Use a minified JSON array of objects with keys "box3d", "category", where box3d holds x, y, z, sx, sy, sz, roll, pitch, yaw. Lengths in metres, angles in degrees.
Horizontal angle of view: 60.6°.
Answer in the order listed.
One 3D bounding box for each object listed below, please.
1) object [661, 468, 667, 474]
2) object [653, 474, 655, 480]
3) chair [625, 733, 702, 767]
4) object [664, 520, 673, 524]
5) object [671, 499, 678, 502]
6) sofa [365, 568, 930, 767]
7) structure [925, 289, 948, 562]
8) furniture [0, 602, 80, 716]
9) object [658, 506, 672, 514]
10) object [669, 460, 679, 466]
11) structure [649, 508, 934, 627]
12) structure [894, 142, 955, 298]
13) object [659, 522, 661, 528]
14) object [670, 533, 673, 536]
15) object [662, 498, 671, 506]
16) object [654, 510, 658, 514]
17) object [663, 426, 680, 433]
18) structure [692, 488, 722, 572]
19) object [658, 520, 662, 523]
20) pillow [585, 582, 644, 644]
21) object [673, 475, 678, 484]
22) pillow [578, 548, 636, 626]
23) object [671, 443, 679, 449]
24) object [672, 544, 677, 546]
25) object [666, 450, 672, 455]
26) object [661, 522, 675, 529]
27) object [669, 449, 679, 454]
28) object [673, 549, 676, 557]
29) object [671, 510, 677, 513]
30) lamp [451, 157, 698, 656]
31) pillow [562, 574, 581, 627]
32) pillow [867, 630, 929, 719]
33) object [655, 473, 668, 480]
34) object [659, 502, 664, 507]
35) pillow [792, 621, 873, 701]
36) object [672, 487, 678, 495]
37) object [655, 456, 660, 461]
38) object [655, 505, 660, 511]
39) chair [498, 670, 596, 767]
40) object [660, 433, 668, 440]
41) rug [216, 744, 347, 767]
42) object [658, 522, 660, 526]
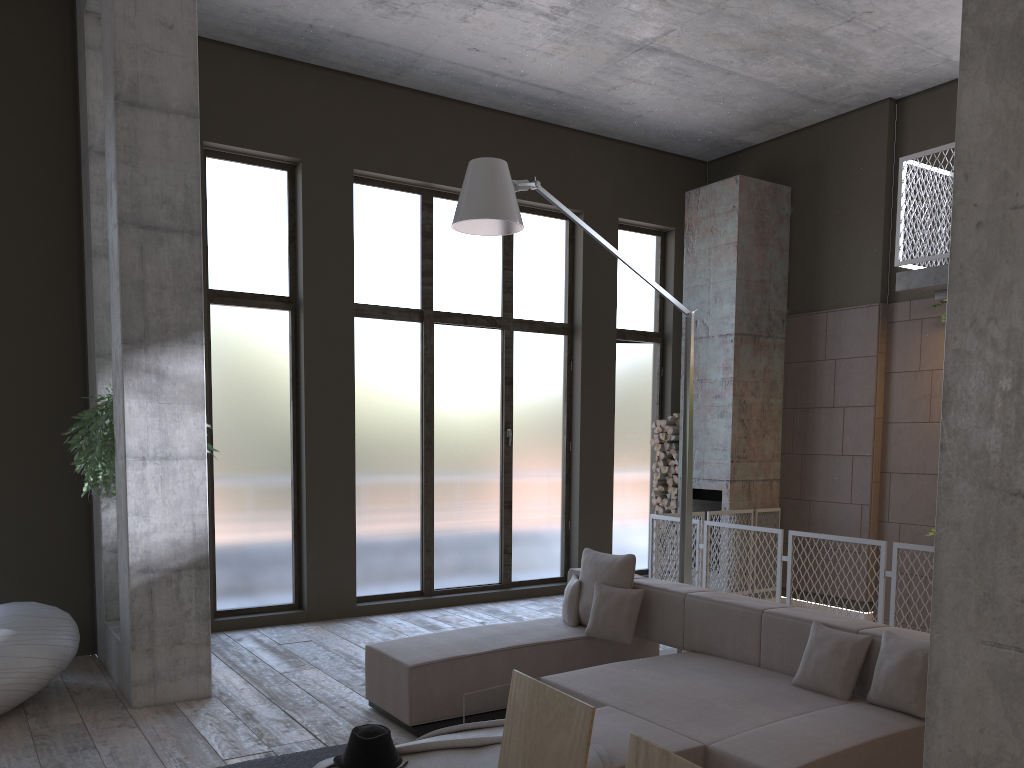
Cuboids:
[{"box3d":[1.974,1.024,10.436,0.435,0.080,0.114,3,-2,-34],"category":"object"},{"box3d":[1.878,1.113,10.551,0.422,0.068,0.067,3,-1,-34],"category":"object"},{"box3d":[-0.003,1.262,1.452,0.721,1.205,0.346,-1,5,-28],"category":"chair"},{"box3d":[2.013,1.611,10.420,0.455,0.090,0.090,3,0,-32],"category":"object"},{"box3d":[2.051,1.390,10.404,0.423,0.072,0.067,3,0,-34],"category":"object"},{"box3d":[0.240,1.651,4.713,3.010,0.790,2.991,2,-4,-33],"category":"sofa"},{"box3d":[4.717,0.729,7.326,1.003,3.851,2.613,-2,3,-33],"category":"structure"},{"box3d":[-3.757,1.848,5.566,1.793,0.817,1.624,0,-2,5],"category":"furniture"},{"box3d":[1.890,1.511,10.515,0.294,0.108,0.098,2,0,-32],"category":"object"},{"box3d":[2.055,0.942,10.383,0.435,0.080,0.114,3,-2,-34],"category":"object"},{"box3d":[3.393,1.720,7.539,1.925,0.939,4.418,2,-3,-33],"category":"structure"},{"box3d":[4.103,0.081,6.177,3.032,4.349,3.666,-1,2,-33],"category":"structure"},{"box3d":[1.953,1.694,10.556,0.422,0.068,0.067,3,-1,-34],"category":"object"},{"box3d":[2.065,1.750,10.419,0.455,0.090,0.090,3,-1,-34],"category":"object"},{"box3d":[1.988,1.402,10.447,0.455,0.090,0.090,3,-1,-35],"category":"object"},{"box3d":[1.815,1.553,10.561,0.251,0.073,0.045,2,1,-34],"category":"object"},{"box3d":[1.954,0.535,10.349,0.362,0.084,0.103,3,-1,-34],"category":"object"},{"box3d":[2.230,1.646,9.910,0.056,0.935,0.572,-3,4,-33],"category":"structure"},{"box3d":[1.939,1.615,10.583,0.437,0.094,0.092,3,0,-34],"category":"object"},{"box3d":[0.676,1.509,5.780,0.376,0.375,0.168,1,3,30],"category":"pillow"},{"box3d":[2.051,1.123,10.297,0.365,0.109,0.088,2,0,-33],"category":"object"},{"box3d":[0.624,1.422,6.044,0.221,0.561,0.561,-2,2,-31],"category":"pillow"},{"box3d":[2.057,0.728,10.346,0.423,0.072,0.067,3,0,-34],"category":"object"},{"box3d":[2.073,1.889,10.392,0.422,0.073,0.071,3,0,-34],"category":"object"},{"box3d":[1.979,0.812,10.429,0.359,0.075,0.064,3,0,-34],"category":"object"},{"box3d":[1.993,1.680,10.490,0.479,0.084,0.093,3,-1,-34],"category":"object"},{"box3d":[2.031,0.794,10.341,0.363,0.068,0.121,3,-2,-32],"category":"object"},{"box3d":[2.095,1.984,10.383,0.437,0.093,0.091,3,0,-34],"category":"object"},{"box3d":[2.054,1.521,10.381,0.425,0.086,0.066,3,0,-35],"category":"object"},{"box3d":[0.718,0.432,6.133,2.622,3.453,0.751,-1,5,-45],"category":"lamp"},{"box3d":[0.437,1.563,6.284,0.151,0.379,0.367,0,1,0],"category":"pillow"},{"box3d":[1.874,1.378,4.189,0.187,0.369,0.360,-1,2,-28],"category":"pillow"},{"box3d":[1.917,1.100,10.486,0.479,0.084,0.093,3,-1,-34],"category":"object"},{"box3d":[1.919,1.436,10.520,0.332,0.057,0.088,3,-2,-34],"category":"object"},{"box3d":[1.643,1.432,4.510,0.186,0.361,0.369,-2,2,-33],"category":"pillow"},{"box3d":[2.086,1.257,10.317,0.479,0.084,0.093,3,-1,-34],"category":"object"},{"box3d":[1.820,0.891,10.503,0.251,0.073,0.045,2,1,-34],"category":"object"},{"box3d":[1.876,1.508,10.617,0.292,0.104,0.100,2,0,-32],"category":"object"},{"box3d":[-0.225,1.288,1.909,0.721,1.205,0.346,-1,5,-29],"category":"chair"},{"box3d":[1.962,0.625,10.406,0.479,0.084,0.093,3,-1,-34],"category":"object"},{"box3d":[-1.845,1.967,3.738,2.916,0.049,1.160,3,-4,-33],"category":"rug"},{"box3d":[1.909,1.696,10.623,0.422,0.068,0.067,3,-1,-34],"category":"object"}]
